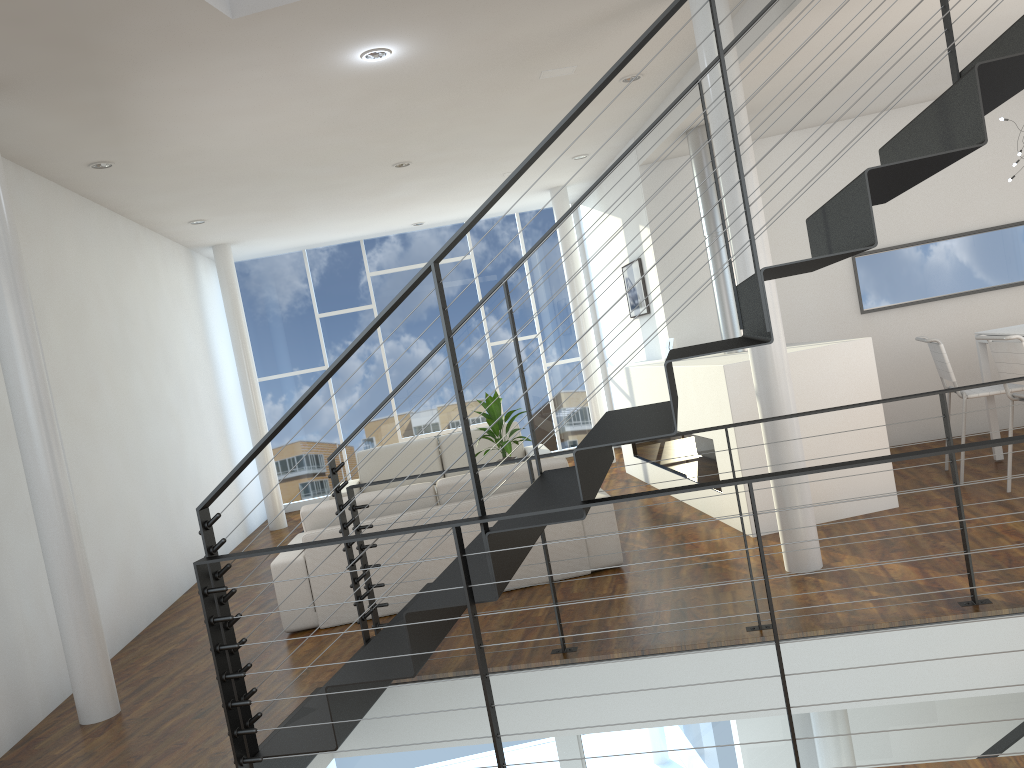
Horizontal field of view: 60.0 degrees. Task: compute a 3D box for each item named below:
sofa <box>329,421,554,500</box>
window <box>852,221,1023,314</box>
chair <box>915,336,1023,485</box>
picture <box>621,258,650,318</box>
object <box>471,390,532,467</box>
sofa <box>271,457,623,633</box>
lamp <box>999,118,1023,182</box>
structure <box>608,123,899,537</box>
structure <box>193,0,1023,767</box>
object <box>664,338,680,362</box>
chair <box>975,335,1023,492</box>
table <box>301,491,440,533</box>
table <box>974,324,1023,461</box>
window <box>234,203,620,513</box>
[{"bbox_3d":[-0.509,0.682,6.602,1.610,0.566,0.802,-11,2,-3],"label":"sofa"},{"bbox_3d":[3.299,-0.848,5.818,2.026,0.408,0.165,-10,3,11],"label":"window"},{"bbox_3d":[2.504,0.087,4.670,0.556,0.766,0.427,-10,3,17],"label":"chair"},{"bbox_3d":[0.950,-0.729,6.835,0.020,0.416,0.574,-11,2,-5],"label":"picture"},{"bbox_3d":[-0.049,0.328,5.498,0.431,0.602,0.458,-12,3,-19],"label":"object"},{"bbox_3d":[-0.336,0.719,4.473,1.610,0.566,0.802,-11,2,-4],"label":"sofa"},{"bbox_3d":[2.615,-1.392,4.152,0.620,0.727,0.588,-9,3,33],"label":"lamp"},{"bbox_3d":[1.198,-0.428,5.607,0.750,2.209,2.748,-11,2,-5],"label":"structure"},{"bbox_3d":[1.217,0.309,2.393,4.365,6.306,1.091,-10,3,11],"label":"structure"},{"bbox_3d":[1.029,-0.220,5.743,0.061,0.151,0.100,-12,3,-18],"label":"object"},{"bbox_3d":[2.487,0.113,3.977,0.555,0.766,0.427,-10,3,8],"label":"chair"},{"bbox_3d":[-0.435,0.850,5.531,1.608,0.285,0.660,-11,2,-4],"label":"table"},{"bbox_3d":[2.838,0.055,4.185,0.701,0.721,1.397,-10,2,11],"label":"table"},{"bbox_3d":[-1.122,-1.809,8.409,3.414,5.643,0.090,-11,3,-5],"label":"window"}]
